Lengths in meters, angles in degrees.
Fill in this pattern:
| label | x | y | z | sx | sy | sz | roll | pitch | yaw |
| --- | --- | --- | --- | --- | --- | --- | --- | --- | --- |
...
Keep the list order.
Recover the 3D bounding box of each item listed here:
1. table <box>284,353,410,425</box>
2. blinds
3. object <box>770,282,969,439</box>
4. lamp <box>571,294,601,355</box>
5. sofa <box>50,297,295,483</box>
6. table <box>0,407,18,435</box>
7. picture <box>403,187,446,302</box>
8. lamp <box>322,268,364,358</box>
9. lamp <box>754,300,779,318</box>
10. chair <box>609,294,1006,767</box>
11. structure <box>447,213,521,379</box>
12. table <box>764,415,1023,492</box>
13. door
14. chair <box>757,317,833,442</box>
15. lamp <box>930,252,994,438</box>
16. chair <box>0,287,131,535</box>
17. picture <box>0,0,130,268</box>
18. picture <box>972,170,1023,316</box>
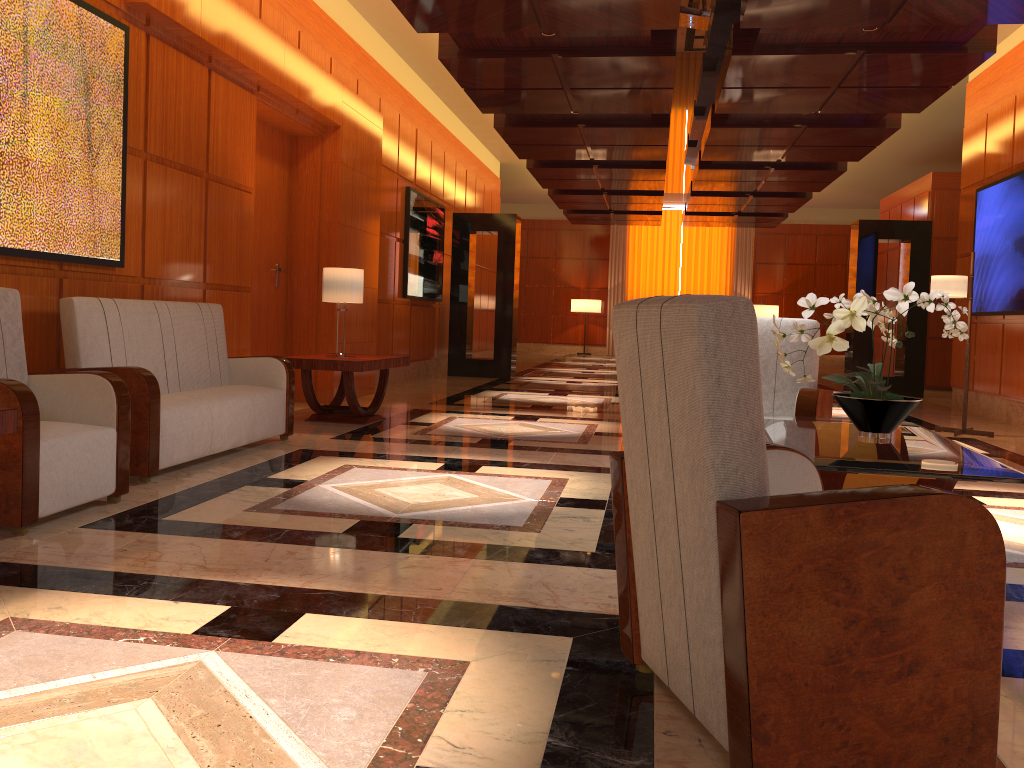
| label | x | y | z | sx | sy | sz | roll | pitch | yaw |
| --- | --- | --- | --- | --- | --- | --- | --- | --- | --- |
| table | -1.403 | 0.036 | 7.518 | 0.725 | 0.533 | 1.169 | 3 | 4 | 12 |
| blinds | 4.570 | -2.741 | 24.273 | 3.854 | 4.059 | 0.149 | 3 | 2 | 9 |
| object | 1.425 | -0.103 | 3.494 | 0.788 | 0.616 | 0.418 | 1 | 3 | -14 |
| lamp | 1.993 | -1.609 | 24.072 | 0.811 | 1.658 | 0.812 | 0 | 3 | -41 |
| sofa | -1.955 | -0.034 | 5.364 | 0.613 | 0.931 | 1.802 | 2 | 4 | 9 |
| table | -2.188 | 0.368 | 2.571 | 0.725 | 0.533 | 1.169 | 3 | 4 | 12 |
| picture | -1.222 | -1.913 | 12.546 | 0.056 | 1.450 | 2.000 | 2 | 3 | 9 |
| lamp | 1.904 | -0.079 | 1.987 | 0.335 | 0.733 | 13.025 | 1 | 4 | -32 |
| lamp | 6.577 | -1.393 | 23.350 | 0.811 | 1.658 | 0.812 | 0 | 3 | -41 |
| chair | 0.588 | 0.289 | 2.007 | 0.628 | 0.959 | 0.739 | 1 | 3 | -12 |
| structure | -0.423 | -1.361 | 13.720 | 0.985 | 2.494 | 0.501 | 2 | 2 | 9 |
| table | 1.331 | 0.458 | 3.404 | 0.722 | 0.495 | 1.562 | 3 | 4 | 12 |
| door | -2.208 | -1.091 | 8.075 | 0.340 | 2.647 | 1.502 | 2 | 2 | 9 |
| chair | 1.350 | 0.105 | 4.905 | 0.738 | 0.959 | 0.629 | 3 | 3 | 28 |
| lamp | 4.058 | -0.368 | 8.037 | 0.526 | 1.658 | 0.360 | 2 | 2 | -1 |
| chair | -2.095 | 0.066 | 3.750 | 0.629 | 0.959 | 0.739 | 2 | 3 | 8 |
| picture | -2.517 | -1.365 | 4.389 | 0.056 | 1.450 | 2.000 | 2 | 3 | 9 |
| picture | 5.171 | -1.442 | 9.207 | 0.056 | 1.450 | 2.000 | 2 | 3 | 9 |
